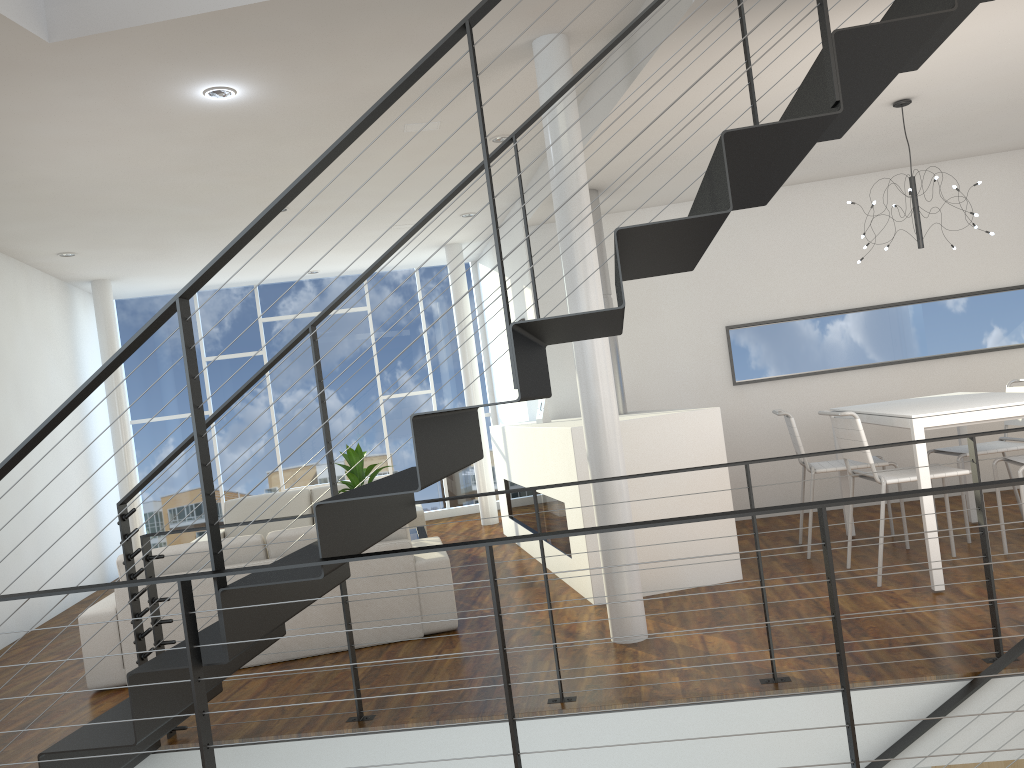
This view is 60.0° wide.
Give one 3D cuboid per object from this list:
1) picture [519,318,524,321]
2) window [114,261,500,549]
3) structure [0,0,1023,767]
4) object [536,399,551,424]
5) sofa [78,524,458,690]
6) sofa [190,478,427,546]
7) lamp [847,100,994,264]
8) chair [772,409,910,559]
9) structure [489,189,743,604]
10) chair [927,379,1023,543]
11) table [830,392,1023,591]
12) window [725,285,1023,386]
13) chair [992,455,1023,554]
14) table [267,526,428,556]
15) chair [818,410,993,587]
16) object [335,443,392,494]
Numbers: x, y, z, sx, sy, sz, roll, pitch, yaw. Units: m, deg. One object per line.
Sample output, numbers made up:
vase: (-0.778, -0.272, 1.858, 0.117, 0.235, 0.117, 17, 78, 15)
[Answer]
picture: (0.062, -0.265, 6.817, 0.020, 0.415, 0.575, -8, -1, -9)
window: (-2.065, -1.348, 8.315, 3.413, 5.635, 0.090, -8, 0, -9)
structure: (0.600, 0.494, 2.336, 4.363, 6.297, 1.093, -8, 0, 7)
object: (0.196, 0.175, 5.699, 0.061, 0.151, 0.100, -8, 0, -23)
sofa: (-1.116, 0.955, 4.274, 1.610, 0.565, 0.803, -7, -1, -8)
sofa: (-1.440, 1.046, 6.386, 1.610, 0.565, 0.803, -7, -1, -8)
lamp: (1.945, -1.010, 4.304, 0.619, 0.726, 0.589, -8, 0, 28)
chair: (1.729, 0.489, 4.712, 0.555, 0.765, 0.427, -8, 0, 12)
structure: (0.383, -0.032, 5.589, 0.750, 2.206, 2.752, -8, -1, -10)
chair: (2.505, 0.383, 4.598, 0.555, 0.765, 0.428, -8, 0, 2)
table: (2.098, 0.444, 4.254, 0.700, 0.720, 1.400, -8, -1, 7)
window: (2.482, -0.324, 5.976, 2.025, 0.408, 0.165, -8, 0, 7)
chair: (2.457, 0.373, 3.870, 0.555, 0.765, 0.427, -8, 0, 13)
table: (-1.297, 1.148, 5.312, 1.607, 0.284, 0.661, -7, -1, -8)
chair: (1.760, 0.469, 4.018, 0.555, 0.765, 0.428, -8, 0, 3)
object: (-0.886, 0.647, 5.342, 0.431, 0.601, 0.458, -7, 0, -24)
